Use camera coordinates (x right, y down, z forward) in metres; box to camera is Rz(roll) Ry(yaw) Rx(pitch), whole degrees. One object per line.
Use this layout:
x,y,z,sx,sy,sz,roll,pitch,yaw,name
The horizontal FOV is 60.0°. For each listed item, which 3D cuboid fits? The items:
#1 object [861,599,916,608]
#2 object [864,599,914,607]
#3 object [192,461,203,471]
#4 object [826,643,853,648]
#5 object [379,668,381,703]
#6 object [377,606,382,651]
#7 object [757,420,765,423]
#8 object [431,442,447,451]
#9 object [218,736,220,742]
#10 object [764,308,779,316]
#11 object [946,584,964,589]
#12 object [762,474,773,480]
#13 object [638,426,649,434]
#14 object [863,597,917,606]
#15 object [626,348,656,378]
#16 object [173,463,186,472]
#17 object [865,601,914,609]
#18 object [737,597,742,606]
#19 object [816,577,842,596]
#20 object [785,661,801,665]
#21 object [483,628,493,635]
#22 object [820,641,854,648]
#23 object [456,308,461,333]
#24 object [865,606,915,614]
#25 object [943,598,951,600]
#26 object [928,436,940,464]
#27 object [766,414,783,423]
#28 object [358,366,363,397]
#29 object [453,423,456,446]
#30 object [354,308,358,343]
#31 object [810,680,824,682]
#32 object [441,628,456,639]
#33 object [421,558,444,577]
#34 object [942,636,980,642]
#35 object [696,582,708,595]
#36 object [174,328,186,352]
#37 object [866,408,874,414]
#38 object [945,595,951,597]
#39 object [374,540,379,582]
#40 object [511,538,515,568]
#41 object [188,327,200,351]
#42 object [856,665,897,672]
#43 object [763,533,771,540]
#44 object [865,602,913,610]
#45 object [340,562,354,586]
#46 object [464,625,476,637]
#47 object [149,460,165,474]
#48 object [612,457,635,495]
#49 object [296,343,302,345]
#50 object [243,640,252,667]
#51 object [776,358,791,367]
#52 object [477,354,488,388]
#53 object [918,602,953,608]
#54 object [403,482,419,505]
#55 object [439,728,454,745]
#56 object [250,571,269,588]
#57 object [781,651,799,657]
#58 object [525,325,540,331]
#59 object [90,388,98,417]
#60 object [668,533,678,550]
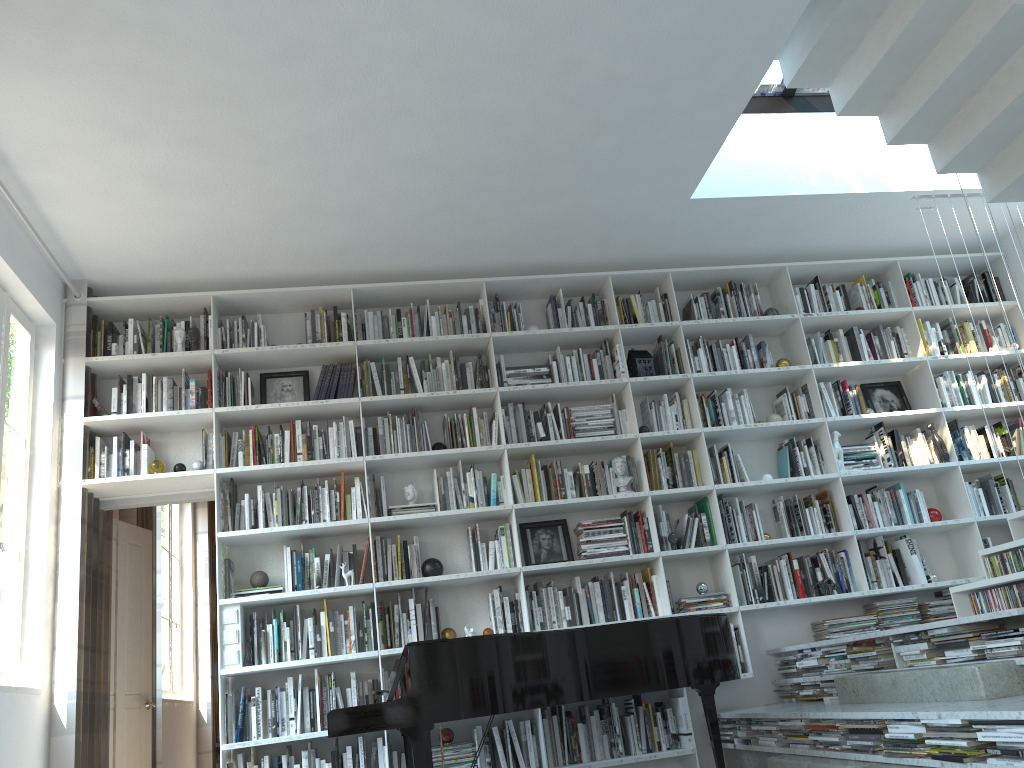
2.368,1.382,5.574,0.285,0.005,0.160,-4,-20,-10,object
2.368,1.376,5.573,0.254,0.005,0.161,-4,-20,-9,object
-1.844,0.485,5.209,0.071,0.072,0.072,4,-22,-31,object
1.817,1.399,4.769,0.144,0.005,0.258,-4,-20,-10,object
-0.740,1.750,4.984,0.017,0.289,0.089,-4,-19,-10,object
-0.759,1.410,5.083,0.012,0.253,0.161,-4,-19,-10,object
1.632,0.273,5.824,0.068,0.068,0.068,4,-22,-31,object
-0.448,0.406,5.447,0.097,0.098,0.097,-22,-24,36,object
-2.780,3.408,8.518,0.118,0.061,0.118,-7,-19,-3,object
1.769,-0.468,6.045,0.104,0.105,0.104,-22,-24,36,object
2.883,1.285,5.642,0.130,0.015,0.210,-4,-20,-11,object
1.635,0.611,5.677,0.071,0.072,0.072,-22,-24,36,object
0.834,0.300,5.614,0.071,0.072,0.072,-22,-24,36,object
2.368,1.368,5.566,0.285,0.005,0.160,-6,-19,-5,object
0.842,-0.115,5.797,0.135,0.247,0.136,-1,-20,-20,object
-1.951,0.500,5.209,0.071,0.072,0.072,4,-22,-31,object
2.369,1.387,5.572,0.254,0.005,0.161,-4,-20,-10,object
1.363,1.334,5.406,0.071,0.072,0.072,-22,-24,36,object
1.919,1.226,5.370,0.160,0.113,0.065,0,-20,-22,object
1.736,1.660,5.304,0.135,0.011,0.222,-5,-19,-6,object
-0.137,1.436,5.107,0.061,0.062,0.061,-22,-24,36,object
1.801,1.394,4.768,0.159,0.007,0.286,-3,-20,-13,object
-0.349,-0.350,5.783,0.010,0.246,0.158,-4,-19,-10,object
2.370,1.418,5.561,0.254,0.005,0.161,-4,-20,-10,object
2.881,1.344,5.620,0.144,0.004,0.296,-3,-20,-12,object
2.792,0.478,5.951,0.022,0.211,0.179,-4,-19,-10,object
1.739,0.253,5.872,0.112,0.112,0.112,4,-22,-31,object
-0.946,0.037,5.553,0.012,0.253,0.161,-4,-19,-10,object
-0.365,0.356,5.533,0.010,0.224,0.143,-4,-19,-10,object
-0.995,-0.321,5.676,0.012,0.284,0.160,-4,-19,-10,object
1.756,1.667,5.005,0.130,0.007,0.216,-3,-20,-14,object
-0.366,1.452,5.112,0.091,0.091,0.091,4,-22,-31,object
-0.469,1.091,5.216,0.134,0.135,0.134,-22,-24,36,object
1.967,1.084,3.795,0.142,0.006,0.204,-3,-20,-12,object
1.141,1.227,5.325,0.071,0.072,0.072,-22,-24,36,object
-1.997,-0.246,5.334,0.067,0.197,0.068,-19,-22,30,object
2.390,0.207,5.960,0.092,0.092,0.092,-22,-24,36,object
2.876,1.328,5.625,0.141,0.005,0.260,-5,-19,-6,object
-0.797,1.063,5.216,0.012,0.269,0.131,-4,-19,-10,object
-0.005,1.034,5.353,0.017,0.215,0.104,-4,-19,-10,object
-1.918,-0.251,5.349,0.067,0.197,0.068,-19,-22,30,object
1.865,1.425,4.456,0.145,0.010,0.267,-3,-20,-14,object
1.592,0.974,5.576,0.071,0.072,0.072,-22,-24,36,object
2.369,1.392,5.570,0.254,0.005,0.161,-4,-20,-10,object
-0.930,1.076,5.001,0.081,0.139,0.044,2,-21,-25,object
-0.239,1.421,5.071,0.060,0.094,0.078,-10,-19,6,object
-2.059,0.484,5.146,0.087,0.087,0.087,-22,-24,36,object
0.673,0.572,5.453,0.137,0.243,0.138,10,-26,-42,object
-1.325,-0.214,5.546,0.082,0.083,0.083,4,-22,-31,object
-1.433,1.462,4.805,0.045,0.146,0.045,-17,-21,26,object
1.815,-0.121,5.932,0.100,0.101,0.101,4,-22,-31,object
-0.181,-0.067,5.551,0.075,0.254,0.075,4,-22,-30,object
2.736,1.398,5.626,0.327,0.008,0.208,-4,-20,-10,object
-0.611,0.671,5.369,0.095,0.156,0.121,-9,-19,3,object
-0.363,1.948,4.903,0.086,0.087,0.086,4,-22,-31,object
-1.441,1.119,5.057,0.105,0.106,0.105,4,-22,-31,object
1.734,1.611,5.321,0.131,0.024,0.291,-5,-20,-8,object
0.135,-0.333,5.802,0.105,0.105,0.105,4,-22,-31,object
-2.494,0.123,5.266,0.035,0.294,0.177,-4,-19,-10,object
0.972,0.950,5.335,0.054,0.113,0.079,-4,-19,-11,object
